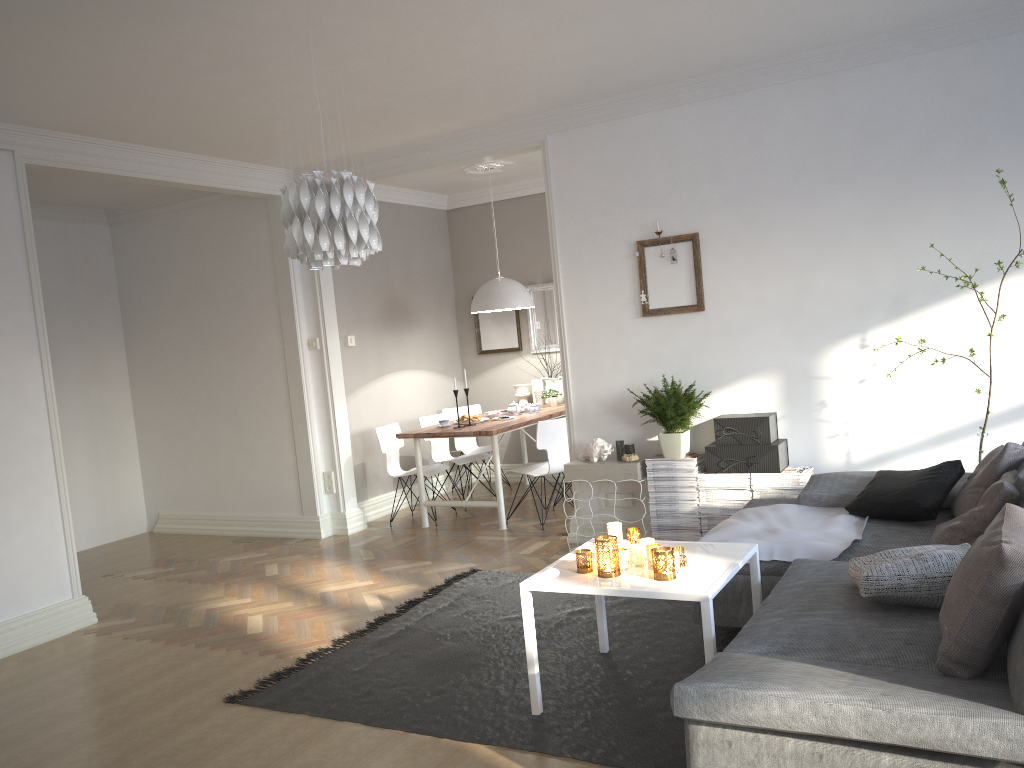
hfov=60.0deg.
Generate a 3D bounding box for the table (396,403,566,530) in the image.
[{"bbox_3d":[0.004,0.634,7.399,0.853,0.751,1.983,-3,4,29],"label":"table"}]

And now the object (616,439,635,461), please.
[{"bbox_3d":[0.705,0.402,5.521,0.123,0.134,0.062,-7,4,-20],"label":"object"}]

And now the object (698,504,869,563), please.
[{"bbox_3d":[1.234,0.831,4.024,0.726,0.437,0.810,-4,4,28],"label":"object"}]

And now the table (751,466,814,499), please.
[{"bbox_3d":[1.564,0.739,5.077,0.327,0.500,0.246,-3,5,29],"label":"table"}]

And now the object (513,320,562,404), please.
[{"bbox_3d":[0.357,-0.207,8.034,0.698,0.782,0.351,-5,4,11],"label":"object"}]

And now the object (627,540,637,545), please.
[{"bbox_3d":[0.472,0.651,3.503,0.052,0.058,0.050,-6,4,-1],"label":"object"}]

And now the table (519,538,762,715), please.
[{"bbox_3d":[0.524,0.934,3.408,0.715,0.505,0.673,-4,4,29],"label":"table"}]

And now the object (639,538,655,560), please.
[{"bbox_3d":[0.528,0.641,3.449,0.060,0.073,0.060,-8,5,-36],"label":"object"}]

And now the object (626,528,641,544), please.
[{"bbox_3d":[0.498,0.631,3.619,0.060,0.079,0.060,-4,4,23],"label":"object"}]

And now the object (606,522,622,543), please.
[{"bbox_3d":[0.401,0.579,3.455,0.060,0.073,0.060,-2,5,45],"label":"object"}]

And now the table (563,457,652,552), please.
[{"bbox_3d":[0.624,0.765,5.556,0.553,0.576,0.298,-3,4,30],"label":"table"}]

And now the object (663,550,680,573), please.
[{"bbox_3d":[0.580,0.649,3.225,0.060,0.073,0.060,-6,4,-9],"label":"object"}]

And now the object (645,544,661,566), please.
[{"bbox_3d":[0.537,0.646,3.347,0.060,0.073,0.060,-8,5,-36],"label":"object"}]

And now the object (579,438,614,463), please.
[{"bbox_3d":[0.526,0.410,5.551,0.137,0.150,0.311,-8,4,-31],"label":"object"}]

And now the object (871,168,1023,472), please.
[{"bbox_3d":[2.143,-0.183,4.332,0.775,1.676,0.339,-6,4,-11],"label":"object"}]

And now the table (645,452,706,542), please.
[{"bbox_3d":[1.016,0.725,5.377,0.321,0.597,0.246,-3,5,29],"label":"table"}]

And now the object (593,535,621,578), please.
[{"bbox_3d":[0.350,0.635,3.266,0.090,0.140,0.086,-6,4,0],"label":"object"}]

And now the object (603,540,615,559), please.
[{"bbox_3d":[0.389,0.652,3.486,0.060,0.073,0.060,-5,4,9],"label":"object"}]

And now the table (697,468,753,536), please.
[{"bbox_3d":[1.290,0.756,5.230,0.327,0.500,0.246,-3,5,29],"label":"table"}]

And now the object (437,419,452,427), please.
[{"bbox_3d":[-0.526,0.306,6.916,0.116,0.056,0.137,-7,4,-30],"label":"object"}]

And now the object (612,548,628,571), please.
[{"bbox_3d":[0.407,0.659,3.332,0.060,0.073,0.060,-4,4,18],"label":"object"}]

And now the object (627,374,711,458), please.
[{"bbox_3d":[0.948,0.200,5.309,0.438,0.527,0.368,-3,4,29],"label":"object"}]

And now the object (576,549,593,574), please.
[{"bbox_3d":[0.272,0.668,3.343,0.060,0.079,0.060,-4,4,19],"label":"object"}]

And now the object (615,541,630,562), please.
[{"bbox_3d":[0.432,0.651,3.434,0.060,0.073,0.060,-5,4,9],"label":"object"}]

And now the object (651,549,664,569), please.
[{"bbox_3d":[0.546,0.649,3.283,0.060,0.073,0.060,-8,5,-36],"label":"object"}]

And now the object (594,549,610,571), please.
[{"bbox_3d":[0.343,0.665,3.340,0.060,0.073,0.060,-4,4,18],"label":"object"}]

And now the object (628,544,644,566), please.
[{"bbox_3d":[0.474,0.651,3.368,0.060,0.073,0.060,-6,4,-15],"label":"object"}]

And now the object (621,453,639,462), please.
[{"bbox_3d":[0.726,0.450,5.423,0.099,0.046,0.104,-6,3,-15],"label":"object"}]

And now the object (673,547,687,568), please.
[{"bbox_3d":[0.623,0.643,3.298,0.054,0.068,0.047,-6,4,-11],"label":"object"}]

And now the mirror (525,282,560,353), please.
[{"bbox_3d":[0.393,-0.616,8.151,0.544,0.633,0.047,-3,5,29],"label":"mirror"}]

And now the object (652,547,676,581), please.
[{"bbox_3d":[0.541,0.640,3.160,0.080,0.104,0.080,-4,4,19],"label":"object"}]

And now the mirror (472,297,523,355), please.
[{"bbox_3d":[-0.140,-0.575,8.448,0.474,0.558,0.051,-3,5,29],"label":"mirror"}]

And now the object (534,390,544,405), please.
[{"bbox_3d":[0.251,0.127,8.090,0.094,0.132,0.096,-6,4,-4],"label":"object"}]

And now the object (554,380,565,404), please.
[{"bbox_3d":[0.441,0.073,8.022,0.114,0.209,0.112,-3,5,29],"label":"object"}]
